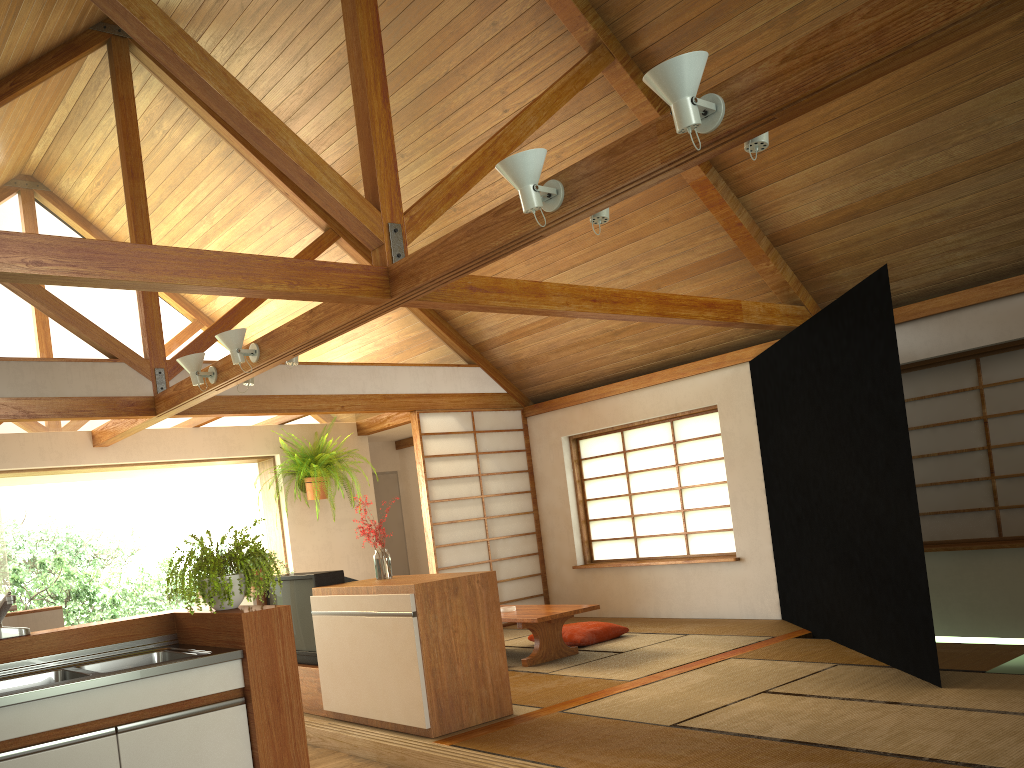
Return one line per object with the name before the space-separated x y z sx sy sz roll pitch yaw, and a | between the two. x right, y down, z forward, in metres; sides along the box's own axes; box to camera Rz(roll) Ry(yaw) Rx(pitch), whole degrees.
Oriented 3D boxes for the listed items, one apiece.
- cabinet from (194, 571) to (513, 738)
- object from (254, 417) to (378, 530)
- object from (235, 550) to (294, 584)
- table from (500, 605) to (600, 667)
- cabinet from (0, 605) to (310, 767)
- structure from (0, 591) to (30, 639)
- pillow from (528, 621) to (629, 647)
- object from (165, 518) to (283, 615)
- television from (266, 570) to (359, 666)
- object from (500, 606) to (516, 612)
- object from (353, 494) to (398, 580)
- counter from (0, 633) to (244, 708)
cabinet | -1.150 1.597 5.397 0.517 0.734 2.874 -4 -8 -41
object | -1.851 0.876 8.550 1.144 1.121 1.182 -11 -6 43
object | -1.850 1.374 6.299 0.512 0.374 0.562 -8 -6 10
table | -0.012 1.797 6.287 0.558 0.334 1.304 -2 -10 -40
cabinet | -2.062 1.341 2.762 2.584 0.875 0.910 -1 -8 -39
structure | -1.902 0.852 3.176 0.230 0.174 0.426 -5 -8 -24
pillow | 0.496 1.904 6.694 0.517 0.131 0.609 0 -11 -40
object | -1.138 0.726 3.449 0.436 0.349 0.519 -6 -6 -16
television | -1.149 1.424 5.417 0.455 0.536 0.694 -4 -6 -40
object | -0.032 1.611 6.262 0.127 0.030 0.113 -11 -9 24
object | -0.772 0.862 4.959 0.221 0.497 0.243 -6 -2 -34
counter | -2.107 1.055 2.635 2.399 0.168 0.669 0 -11 -39
